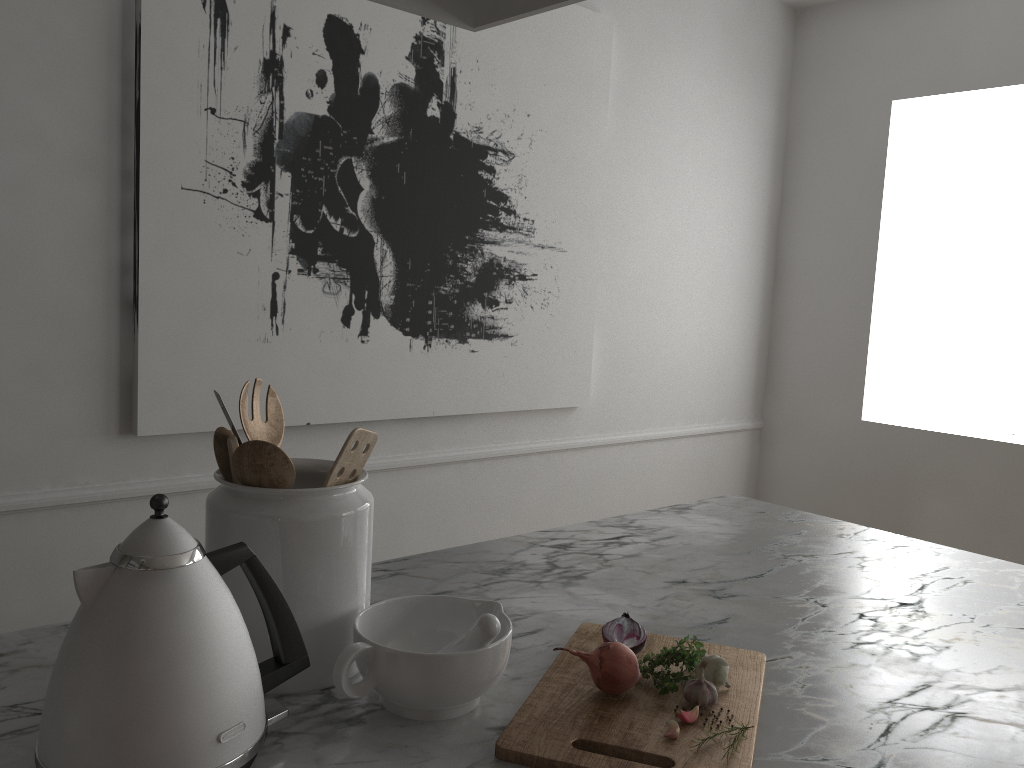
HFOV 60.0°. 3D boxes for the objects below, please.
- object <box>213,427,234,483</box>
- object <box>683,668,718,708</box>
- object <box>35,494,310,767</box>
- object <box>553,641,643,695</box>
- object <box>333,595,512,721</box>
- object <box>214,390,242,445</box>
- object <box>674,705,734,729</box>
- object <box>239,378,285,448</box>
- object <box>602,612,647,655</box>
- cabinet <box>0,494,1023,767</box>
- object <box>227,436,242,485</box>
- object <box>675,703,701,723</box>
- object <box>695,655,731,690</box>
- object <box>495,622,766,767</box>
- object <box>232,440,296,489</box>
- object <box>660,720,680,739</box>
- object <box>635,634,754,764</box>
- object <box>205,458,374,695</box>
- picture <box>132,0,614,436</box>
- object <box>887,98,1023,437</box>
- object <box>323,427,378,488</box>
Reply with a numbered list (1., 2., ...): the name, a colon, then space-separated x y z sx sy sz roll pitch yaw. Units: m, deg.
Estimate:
1. object: -0.280 0.168 0.978 0.114 0.247 0.050 -1 8 -37
2. object: 0.189 0.302 0.887 0.034 0.037 0.033 6 7 26
3. object: -0.278 0.206 0.729 0.204 0.236 0.178 3 6 -5
4. object: 0.089 0.288 0.906 0.090 0.051 0.050 4 6 11
5. object: -0.081 0.264 0.887 0.159 0.110 0.172 3 6 3
6. object: -0.247 0.152 0.950 0.141 0.290 0.064 0 7 -28
7. object: 0.188 0.320 0.858 0.059 0.008 0.043 3 6 0
8. object: -0.276 0.145 0.984 0.056 0.296 0.131 1 7 -22
9. object: 0.128 0.287 0.999 0.057 0.039 0.049 -3 9 -45
10. cabinet: -0.139 0.682 0.860 2.360 0.721 0.870 -2 8 -41
11. object: -0.276 0.171 0.945 0.033 0.250 0.118 3 6 -1
12. object: 0.170 0.316 0.852 0.030 0.017 0.013 -1 7 -33
13. object: 0.207 0.301 0.923 0.037 0.036 0.035 8 8 36
14. object: 0.139 0.323 0.909 0.220 0.012 0.330 5 6 18
15. object: -0.232 0.175 0.922 0.061 0.251 0.117 6 7 28
16. object: 0.148 0.321 0.822 0.015 0.010 0.028 6 7 22
17. object: 0.167 0.306 0.882 0.116 0.058 0.224 2 6 -6
18. object: -0.240 0.197 0.956 0.174 0.208 0.174 0 7 -24
19. picture: -0.284 -0.555 2.554 1.545 1.315 0.039 -2 8 -41
20. object: 3.615 1.286 1.755 0.001 8.324 10.834 -2 8 -41
21. object: -0.208 0.172 0.915 0.149 0.262 0.054 0 7 -27
